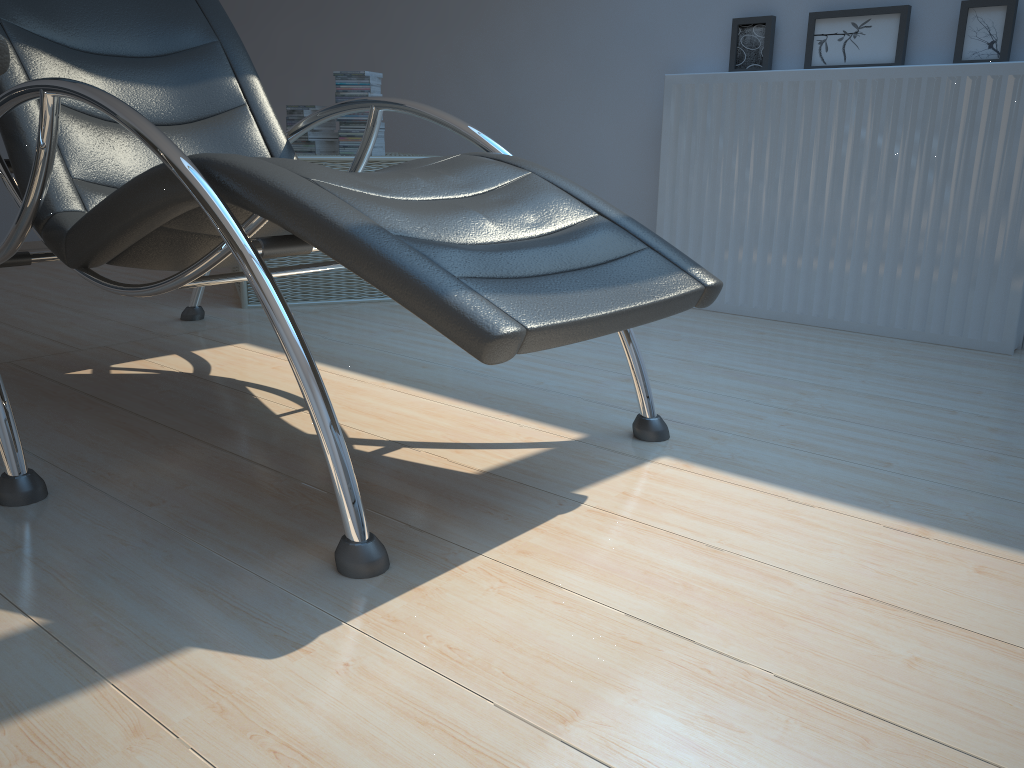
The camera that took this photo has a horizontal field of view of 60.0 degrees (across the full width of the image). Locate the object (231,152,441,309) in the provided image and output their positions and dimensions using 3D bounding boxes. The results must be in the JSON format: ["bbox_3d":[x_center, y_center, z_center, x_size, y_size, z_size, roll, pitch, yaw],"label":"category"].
[{"bbox_3d":[-0.699,-0.627,3.433,0.745,0.518,0.744,-5,17,-19],"label":"object"}]

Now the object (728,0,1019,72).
[{"bbox_3d":[1.064,-1.052,2.719,0.846,0.180,0.030,14,20,38],"label":"object"}]

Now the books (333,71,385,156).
[{"bbox_3d":[-0.559,-0.982,3.246,0.149,0.300,0.149,4,16,11],"label":"books"}]

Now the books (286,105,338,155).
[{"bbox_3d":[-0.754,-0.951,3.342,0.165,0.184,0.162,13,20,37],"label":"books"}]

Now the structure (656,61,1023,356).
[{"bbox_3d":[1.065,-0.575,2.807,1.324,0.800,0.120,14,20,38],"label":"structure"}]

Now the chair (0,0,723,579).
[{"bbox_3d":[-0.559,-0.568,1.844,1.938,1.251,0.836,14,20,38],"label":"chair"}]

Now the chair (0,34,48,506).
[{"bbox_3d":[-1.579,-0.328,1.480,2.114,0.953,0.836,14,20,38],"label":"chair"}]
